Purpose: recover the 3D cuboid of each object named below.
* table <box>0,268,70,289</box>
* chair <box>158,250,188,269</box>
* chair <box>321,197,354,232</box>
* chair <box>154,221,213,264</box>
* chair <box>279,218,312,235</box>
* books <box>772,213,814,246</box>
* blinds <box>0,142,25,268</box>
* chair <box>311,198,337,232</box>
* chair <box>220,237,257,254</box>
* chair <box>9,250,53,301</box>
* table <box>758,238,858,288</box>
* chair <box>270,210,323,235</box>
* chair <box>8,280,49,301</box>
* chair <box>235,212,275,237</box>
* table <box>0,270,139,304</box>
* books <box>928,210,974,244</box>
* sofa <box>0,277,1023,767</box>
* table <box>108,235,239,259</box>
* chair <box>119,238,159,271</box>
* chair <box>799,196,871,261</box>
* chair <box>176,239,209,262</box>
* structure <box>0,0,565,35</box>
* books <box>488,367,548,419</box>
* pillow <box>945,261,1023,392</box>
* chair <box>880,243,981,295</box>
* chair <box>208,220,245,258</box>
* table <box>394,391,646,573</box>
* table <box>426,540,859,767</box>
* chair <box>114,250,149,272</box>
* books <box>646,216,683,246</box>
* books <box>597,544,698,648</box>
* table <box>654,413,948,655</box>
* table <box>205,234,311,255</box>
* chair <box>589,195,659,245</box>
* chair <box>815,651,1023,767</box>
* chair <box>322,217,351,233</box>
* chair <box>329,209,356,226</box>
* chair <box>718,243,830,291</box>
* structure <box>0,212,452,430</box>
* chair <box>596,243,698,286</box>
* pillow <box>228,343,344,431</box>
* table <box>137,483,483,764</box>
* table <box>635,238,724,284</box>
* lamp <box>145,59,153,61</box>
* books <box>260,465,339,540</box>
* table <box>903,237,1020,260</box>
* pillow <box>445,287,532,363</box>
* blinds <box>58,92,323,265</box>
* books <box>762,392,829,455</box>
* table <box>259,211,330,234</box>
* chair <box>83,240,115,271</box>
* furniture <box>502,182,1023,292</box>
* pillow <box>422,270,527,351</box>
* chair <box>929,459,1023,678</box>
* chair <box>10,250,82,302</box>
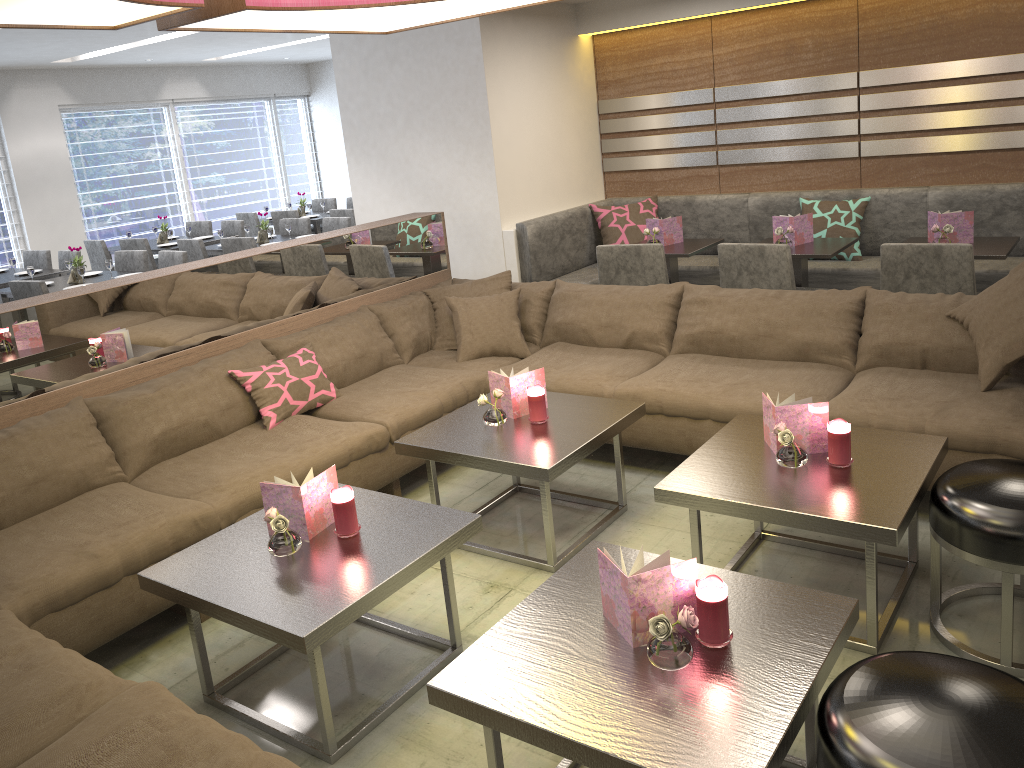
[{"bbox_3d":[-4.339,-0.584,7.443,1.192,0.623,0.789,6,19,35],"label":"table"},{"bbox_3d":[-2.694,-0.586,6.658,0.479,0.749,0.499,6,18,40],"label":"chair"},{"bbox_3d":[-1.914,-1.763,10.275,0.479,0.749,0.499,6,18,40],"label":"chair"},{"bbox_3d":[-3.377,-1.284,9.207,0.477,0.749,0.500,2,16,31],"label":"chair"},{"bbox_3d":[-2.146,-1.147,8.321,0.477,0.749,0.500,2,16,31],"label":"chair"},{"bbox_3d":[1.537,-0.846,4.837,0.159,0.161,0.144,-16,17,-32],"label":"books"},{"bbox_3d":[-7.288,-0.828,6.579,0.045,2.007,7.210,3,19,36],"label":"blinds"},{"bbox_3d":[-2.352,-1.815,10.600,0.477,0.749,0.500,2,16,31],"label":"chair"},{"bbox_3d":[-2.096,-0.901,7.487,0.477,0.749,0.500,2,16,31],"label":"chair"},{"bbox_3d":[-4.363,-0.775,7.869,0.477,0.749,0.500,2,16,31],"label":"chair"},{"bbox_3d":[1.566,-0.432,4.826,0.507,0.643,0.514,4,18,36],"label":"table"},{"bbox_3d":[-2.301,-1.568,9.767,0.477,0.749,0.500,2,16,31],"label":"chair"},{"bbox_3d":[-3.081,-0.391,6.149,0.477,0.749,0.500,2,16,31],"label":"chair"},{"bbox_3d":[-2.762,-1.598,10.029,0.479,0.749,0.499,6,18,40],"label":"chair"},{"bbox_3d":[-3.108,-0.447,6.557,1.192,0.623,0.789,6,19,35],"label":"table"},{"bbox_3d":[2.172,-0.776,4.380,0.157,0.161,0.145,-6,15,2],"label":"books"},{"bbox_3d":[-0.104,0.382,2.692,3.188,0.664,3.826,6,20,35],"label":"sofa"},{"bbox_3d":[-3.354,-1.094,8.781,1.192,0.623,0.789,6,19,35],"label":"table"},{"bbox_3d":[-3.327,-1.038,8.374,0.477,0.749,0.500,2,16,31],"label":"chair"},{"bbox_3d":[1.910,-0.918,5.295,0.428,0.388,0.222,5,18,36],"label":"chair"},{"bbox_3d":[-2.556,-0.931,7.750,0.479,0.749,0.499,6,18,40],"label":"chair"},{"bbox_3d":[-0.299,-1.366,2.178,2.453,0.608,2.481,6,20,35],"label":"structure"},{"bbox_3d":[0.022,0.023,3.316,0.159,0.161,0.144,-16,17,-32],"label":"books"},{"bbox_3d":[1.759,-0.237,2.983,0.302,0.504,0.625,-17,19,-38],"label":"pillow"},{"bbox_3d":[1.984,-0.317,4.118,0.478,0.749,0.499,5,18,38],"label":"chair"},{"bbox_3d":[-2.940,-1.233,8.882,0.479,0.749,0.499,6,18,40],"label":"chair"},{"bbox_3d":[0.058,0.332,3.242,0.659,0.405,0.668,5,19,35],"label":"table"},{"bbox_3d":[0.305,0.723,1.864,0.659,0.405,0.668,5,19,35],"label":"table"},{"bbox_3d":[-3.132,-0.638,6.982,0.477,0.749,0.500,2,16,31],"label":"chair"},{"bbox_3d":[0.912,-0.916,5.286,0.159,0.161,0.144,-16,17,-32],"label":"books"},{"bbox_3d":[0.288,0.432,1.870,0.158,0.161,0.145,-11,15,-17],"label":"books"},{"bbox_3d":[0.883,0.424,2.648,0.659,0.405,0.668,5,19,35],"label":"table"},{"bbox_3d":[-2.123,-0.957,7.895,1.192,0.623,0.789,6,19,35],"label":"table"},{"bbox_3d":[0.798,-1.014,5.897,0.492,0.420,0.300,-9,14,-10],"label":"chair"},{"bbox_3d":[0.758,0.750,1.550,0.423,0.443,0.429,3,17,32],"label":"chair"},{"bbox_3d":[-1.709,-1.096,7.996,0.479,0.749,0.499,6,18,40],"label":"chair"},{"bbox_3d":[-1.531,-1.461,9.143,0.479,0.749,0.499,6,18,40],"label":"chair"},{"bbox_3d":[1.367,-0.387,4.569,0.479,0.749,0.499,7,19,42],"label":"chair"},{"bbox_3d":[-1.507,0.064,3.666,0.224,0.990,3.834,3,19,36],"label":"structure"},{"bbox_3d":[0.765,-0.450,4.987,0.477,0.749,0.500,1,16,28],"label":"chair"},{"bbox_3d":[-0.917,0.005,3.640,0.180,0.248,0.471,3,18,31],"label":"pillow"},{"bbox_3d":[-0.519,0.631,2.457,0.659,0.405,0.668,5,19,35],"label":"table"},{"bbox_3d":[0.945,-0.501,5.273,0.507,0.643,0.514,4,18,36],"label":"table"},{"bbox_3d":[-3.966,-3.542,9.665,0.089,0.007,0.090,-8,17,-8],"label":"lamp"},{"bbox_3d":[-0.566,0.337,2.485,0.258,0.161,0.145,-6,15,1],"label":"books"},{"bbox_3d":[2.187,-0.363,4.379,0.507,0.643,0.514,4,18,36],"label":"table"},{"bbox_3d":[-0.109,-0.270,4.235,0.381,0.317,0.239,-8,14,-8],"label":"pillow"},{"bbox_3d":[-3.819,-2.621,11.290,0.045,2.007,3.709,3,18,36],"label":"blinds"},{"bbox_3d":[0.867,0.118,2.705,0.157,0.161,0.145,-6,15,2],"label":"books"},{"bbox_3d":[-2.328,-1.624,10.175,1.192,0.623,0.789,6,19,35],"label":"table"},{"bbox_3d":[-3.787,-1.068,8.636,0.479,0.749,0.499,6,18,40],"label":"chair"},{"bbox_3d":[1.781,-0.066,3.197,5.663,0.839,4.324,6,20,35],"label":"furniture"},{"bbox_3d":[-0.192,-0.347,4.421,0.526,0.387,0.297,-5,14,6],"label":"pillow"},{"bbox_3d":[1.334,0.452,2.332,0.422,0.443,0.430,-1,15,18],"label":"chair"},{"bbox_3d":[-3.925,-0.723,7.544,0.479,0.749,0.499,6,18,40],"label":"chair"}]
